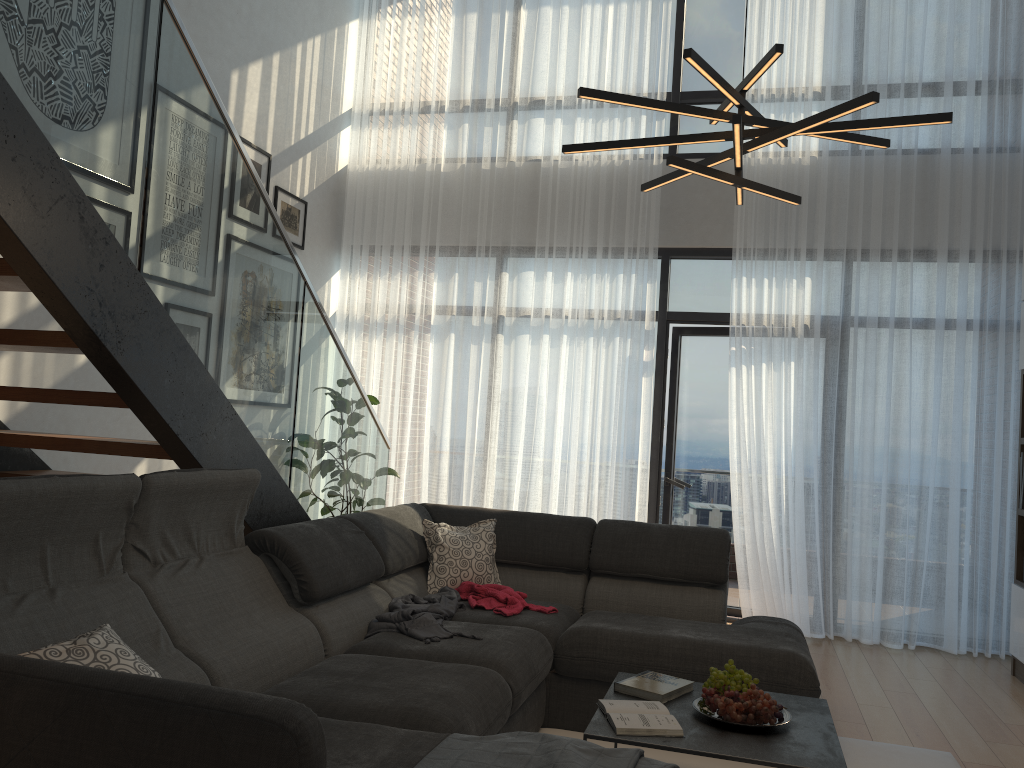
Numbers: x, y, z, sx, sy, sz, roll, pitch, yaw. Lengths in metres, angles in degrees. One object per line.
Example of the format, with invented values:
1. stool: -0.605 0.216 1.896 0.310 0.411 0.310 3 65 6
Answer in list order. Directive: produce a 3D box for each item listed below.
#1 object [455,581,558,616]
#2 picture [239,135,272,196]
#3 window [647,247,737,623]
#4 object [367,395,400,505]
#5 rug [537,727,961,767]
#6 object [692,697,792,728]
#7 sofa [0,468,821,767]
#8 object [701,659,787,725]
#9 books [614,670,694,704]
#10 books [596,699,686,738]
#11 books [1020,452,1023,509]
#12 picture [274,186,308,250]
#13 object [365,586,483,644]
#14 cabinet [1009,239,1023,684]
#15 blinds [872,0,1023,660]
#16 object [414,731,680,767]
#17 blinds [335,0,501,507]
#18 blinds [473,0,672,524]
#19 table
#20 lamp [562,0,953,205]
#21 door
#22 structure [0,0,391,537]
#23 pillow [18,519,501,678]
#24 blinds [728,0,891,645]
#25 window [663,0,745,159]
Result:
1. object: -0.087 0.936 3.913 0.323 0.077 0.536 6 -4 -41
2. picture: -1.599 -1.214 5.409 0.025 0.504 0.410 3 -3 15
3. window: 1.003 0.309 6.110 4.808 2.501 0.119 3 -3 15
4. object: -1.211 0.682 6.051 0.528 1.463 0.774 2 -4 35
5. rug: 0.675 1.350 2.549 1.606 0.013 2.496 3 -3 15
6. object: 0.700 1.008 2.710 0.295 0.026 0.295 3 -3 9
7. sofa: 0.005 0.844 3.062 2.108 0.995 3.169 3 -3 15
8. object: 0.709 0.938 2.706 0.256 0.173 0.279 3 -3 12
9. books: 0.474 1.004 2.946 0.179 0.029 0.225 1 -4 38
10. books: 0.377 0.985 2.635 0.199 0.025 0.294 4 -3 -6
11. books: 2.928 0.539 4.846 0.259 0.321 0.128 3 -3 15
12. picture: -1.476 -1.096 5.886 0.025 0.333 0.410 3 -3 15
13. object: -0.374 0.926 3.563 0.411 0.118 0.905 4 -3 -9
14. cabinet: 2.479 0.245 3.010 0.338 2.494 4.036 3 -3 15
15. blinds: 2.798 -1.167 5.500 1.163 5.581 0.218 3 -3 13
16. object: 0.055 0.995 1.985 0.548 0.369 0.685 2 -3 23
17. blinds: -0.674 -1.341 6.412 1.223 5.581 0.218 3 -3 13
18. blinds: 0.378 -1.288 6.154 1.374 5.581 0.218 3 -3 13
19. table: 0.617 1.179 2.721 0.700 0.323 0.700 3 -3 15
20. lamp: 0.825 -2.439 2.881 1.200 3.645 0.831 2 -3 25
21. door: 1.588 0.594 6.045 1.118 1.976 0.206 2 -3 25
22. structure: -1.935 -0.330 2.213 1.289 3.460 5.660 3 -3 15
23. pillow: -0.600 0.750 3.120 0.386 0.364 2.734 3 -3 19
24. blinds: 1.921 -1.216 5.654 0.858 5.579 0.589 4 -3 -8
25. window: 1.200 -2.781 6.269 4.808 2.500 0.119 3 -3 15
